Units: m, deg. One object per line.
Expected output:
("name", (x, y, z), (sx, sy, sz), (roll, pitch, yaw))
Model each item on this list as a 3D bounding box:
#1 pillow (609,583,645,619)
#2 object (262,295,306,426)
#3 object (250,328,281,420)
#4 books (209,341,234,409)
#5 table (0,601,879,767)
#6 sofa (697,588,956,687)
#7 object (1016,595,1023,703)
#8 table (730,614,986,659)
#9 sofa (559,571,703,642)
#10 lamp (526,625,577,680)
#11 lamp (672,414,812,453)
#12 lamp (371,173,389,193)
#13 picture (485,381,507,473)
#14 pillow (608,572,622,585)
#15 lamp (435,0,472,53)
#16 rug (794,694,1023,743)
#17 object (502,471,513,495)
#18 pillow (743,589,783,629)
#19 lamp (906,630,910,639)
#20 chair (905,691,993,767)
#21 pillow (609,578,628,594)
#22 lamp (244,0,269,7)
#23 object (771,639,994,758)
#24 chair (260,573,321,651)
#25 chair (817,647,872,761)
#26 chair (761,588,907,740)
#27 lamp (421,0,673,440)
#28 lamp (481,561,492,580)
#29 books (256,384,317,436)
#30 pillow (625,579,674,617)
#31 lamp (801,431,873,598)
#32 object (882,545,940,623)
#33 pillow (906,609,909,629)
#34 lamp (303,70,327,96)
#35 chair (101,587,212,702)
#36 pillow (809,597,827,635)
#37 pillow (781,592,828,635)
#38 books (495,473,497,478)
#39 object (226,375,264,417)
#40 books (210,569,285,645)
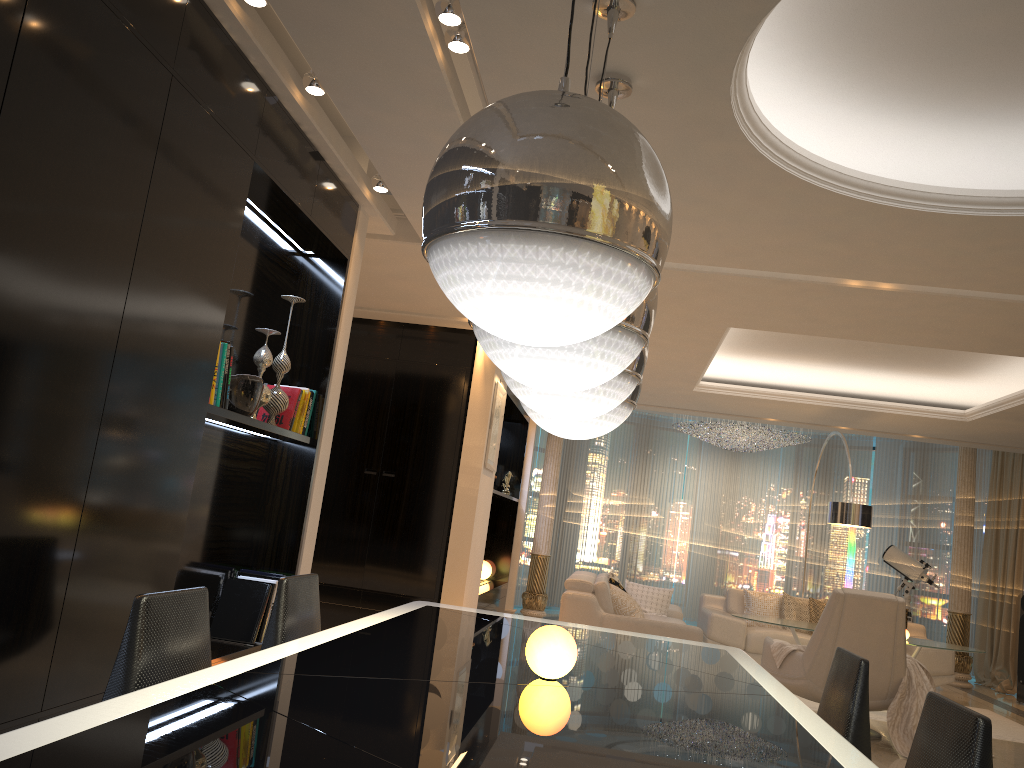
("pillow", (0.975, 1.902, 7.569), (0.351, 0.329, 0.521), (6, -9, 8))
("object", (-1.058, -0.099, 4.082), (0.121, 0.612, 0.121), (7, -9, 3))
("object", (-1.114, -0.032, 3.923), (0.121, 0.416, 0.121), (7, -9, 3))
("books", (-1.179, -0.054, 3.345), (0.210, 0.270, 0.236), (7, -9, 7))
("table", (0.033, 1.065, 1.980), (1.293, 0.759, 3.031), (6, -9, 8))
("sofa", (3.119, 2.602, 9.062), (2.328, 0.754, 1.145), (6, -9, 8))
("object", (5.472, 2.731, 9.077), (0.468, 1.127, 0.285), (6, -9, 8))
("table", (2.962, 2.446, 7.710), (2.140, 0.565, 0.999), (7, -9, 7))
("sofa", (1.046, 2.162, 8.046), (1.145, 0.754, 2.328), (6, -9, 8))
("lamp", (0.095, 0.647, 2.141), (0.125, 0.125, 0.125), (13, -10, -31))
("lamp", (3.112, 0.589, 12.048), (2.109, 0.685, 2.109), (14, -11, -37))
("lamp", (-0.653, -1.030, 4.464), (0.107, 0.127, 0.107), (9, -9, -11))
("picture", (-0.139, 0.378, 7.628), (0.027, 0.729, 0.610), (6, -9, 8))
("pillow", (1.031, 2.004, 8.480), (0.255, 0.399, 0.526), (6, -9, 8))
("lamp", (-0.183, -1.208, 2.934), (0.107, 0.127, 0.271), (6, -9, 8))
("rug", (2.946, 2.736, 7.652), (2.900, 0.020, 1.661), (7, -9, 7))
("object", (-0.056, 1.145, 10.129), (0.116, 0.293, 0.182), (7, -9, 5))
("pillow", (2.626, 2.353, 9.218), (0.463, 0.380, 0.222), (6, -9, 12))
("lamp", (3.368, 2.152, 7.624), (0.090, 0.091, 0.090), (13, -10, -31))
("chair", (0.696, 1.093, 1.907), (0.496, 0.858, 0.523), (6, -9, 8))
("pillow", (1.021, 1.945, 8.024), (0.323, 0.355, 0.524), (6, -9, 8))
("lamp", (-0.830, -1.301, 2.896), (0.107, 0.127, 0.107), (9, -9, -11))
("object", (2.528, 2.151, 6.204), (1.347, 0.580, 0.972), (-1, -12, 44))
("chair", (-0.527, 1.070, 2.808), (0.496, 0.858, 0.523), (6, -9, 8))
("chair", (0.792, 1.240, 2.756), (0.496, 0.858, 0.523), (6, -9, 8))
("chair", (2.345, 1.926, 6.209), (1.027, 0.991, 0.983), (7, -9, 7))
("lamp", (0.189, -0.545, 2.216), (0.408, 1.226, 1.827), (6, -9, 8))
("lamp", (-0.337, 2.128, 10.135), (0.212, 0.214, 0.213), (13, -10, -31))
("books", (-1.079, 0.117, 4.244), (0.189, 0.238, 0.290), (7, -9, 6))
("pillow", (1.310, 2.109, 8.726), (0.521, 0.325, 0.281), (5, -9, 17))
("lamp", (3.225, 1.718, 9.089), (0.393, 2.519, 2.009), (6, -9, 8))
("object", (4.593, 2.630, 10.295), (0.616, 1.471, 0.570), (6, -9, 14))
("pillow", (3.721, 2.460, 9.005), (0.575, 0.436, 0.301), (1, -11, 38))
("lamp", (-0.764, -1.200, 3.480), (0.107, 0.127, 0.107), (9, -9, -11))
("chair", (-0.621, 0.926, 1.977), (0.496, 0.858, 0.523), (6, -9, 8))
("pillow", (3.328, 2.419, 9.082), (0.575, 0.436, 0.301), (6, -9, 14))
("pillow", (3.022, 2.401, 9.194), (0.587, 0.429, 0.288), (10, -9, -17))
("books", (-0.301, 0.959, 8.863), (0.260, 0.197, 0.296), (6, -9, 10))
("object", (-1.135, 0.049, 3.640), (0.193, 0.177, 0.375), (6, -9, 8))
("books", (-1.191, 1.016, 4.071), (0.222, 0.296, 0.345), (6, -9, 8))
